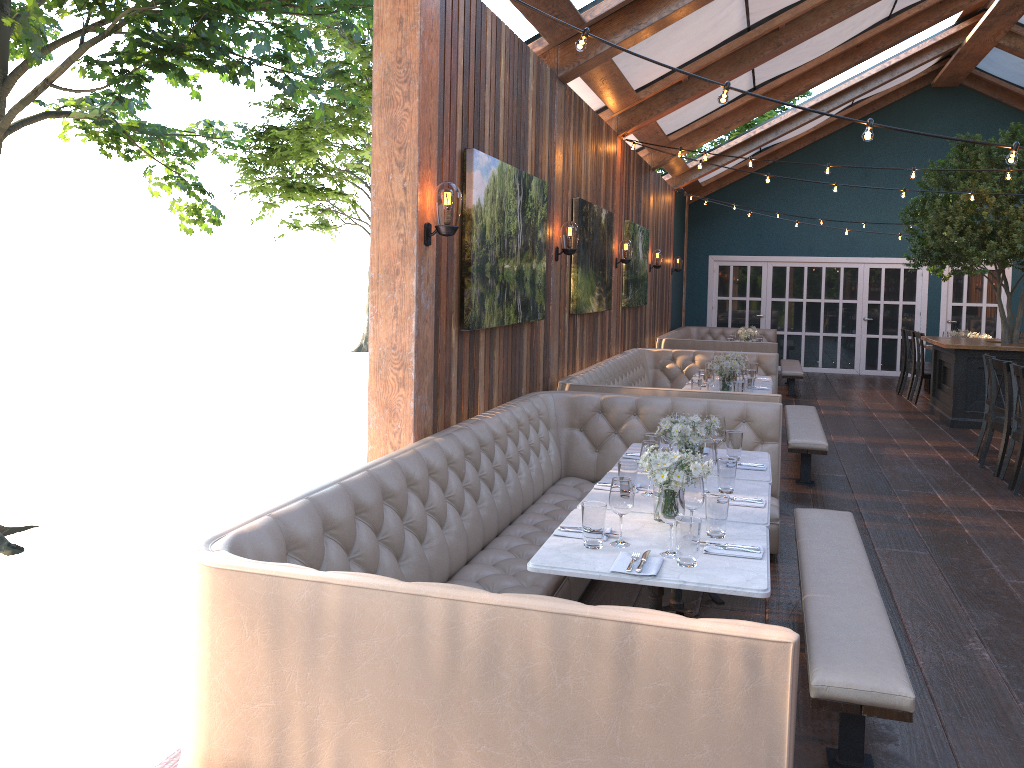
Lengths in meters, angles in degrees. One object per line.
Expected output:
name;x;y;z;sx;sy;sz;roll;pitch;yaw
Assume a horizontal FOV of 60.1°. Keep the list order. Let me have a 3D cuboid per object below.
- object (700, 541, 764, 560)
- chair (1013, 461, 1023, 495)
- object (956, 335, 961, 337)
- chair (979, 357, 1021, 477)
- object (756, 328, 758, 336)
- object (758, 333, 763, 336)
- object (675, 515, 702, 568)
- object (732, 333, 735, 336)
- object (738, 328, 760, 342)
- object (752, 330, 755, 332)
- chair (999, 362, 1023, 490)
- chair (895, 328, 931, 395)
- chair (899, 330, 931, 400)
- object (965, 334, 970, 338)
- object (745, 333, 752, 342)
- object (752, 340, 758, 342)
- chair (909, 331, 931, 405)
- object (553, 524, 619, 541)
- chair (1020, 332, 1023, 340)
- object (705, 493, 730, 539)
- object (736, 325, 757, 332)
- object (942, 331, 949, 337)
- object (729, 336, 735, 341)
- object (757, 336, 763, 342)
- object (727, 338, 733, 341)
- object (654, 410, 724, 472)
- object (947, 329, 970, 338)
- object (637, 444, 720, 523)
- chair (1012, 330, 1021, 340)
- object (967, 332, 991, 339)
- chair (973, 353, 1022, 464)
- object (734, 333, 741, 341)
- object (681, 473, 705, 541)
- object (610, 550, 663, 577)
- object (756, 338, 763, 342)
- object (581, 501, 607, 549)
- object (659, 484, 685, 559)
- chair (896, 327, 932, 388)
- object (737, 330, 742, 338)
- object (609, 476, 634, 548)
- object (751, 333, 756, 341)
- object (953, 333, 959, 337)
object;0.777;0.590;3.196;0.255;0.019;0.158;3;7;17
chair;4.263;0.415;6.838;0.540;1.016;0.479;2;4;11
object;6.545;-0.592;12.979;0.092;0.243;0.092;0;4;-26
chair;4.557;0.295;7.919;0.540;1.016;0.479;2;4;11
object;4.110;-0.817;14.939;0.092;0.243;0.092;-1;4;-31
object;4.208;-0.779;14.998;0.092;0.157;0.092;1;4;3
object;0.598;0.538;3.013;0.092;0.157;0.092;1;4;3
object;3.736;-0.771;14.836;0.092;0.157;0.092;1;4;3
object;3.677;-0.733;13.857;0.329;0.308;0.337;-2;6;-31
object;3.871;-0.735;14.184;0.092;0.243;0.092;0;4;-26
chair;4.421;0.356;7.374;0.540;1.016;0.479;3;4;19
chair;6.291;-0.348;13.774;0.540;1.016;0.479;3;4;21
chair;6.147;-0.289;13.234;0.540;1.016;0.479;2;4;11
object;7.267;-0.709;14.118;0.092;0.243;0.092;-1;4;-31
object;3.546;-0.635;13.270;0.092;0.243;0.092;0;4;-26
object;3.606;-0.576;13.143;0.092;0.157;0.092;1;4;3
chair;6.035;-0.227;12.683;0.540;1.016;0.479;2;4;16
object;0.291;0.560;3.362;0.255;0.019;0.158;3;7;17
chair;7.537;-0.278;13.409;0.540;1.016;0.479;3;4;21
object;0.777;0.501;3.359;0.092;0.157;0.092;1;4;3
object;3.899;-0.822;14.658;0.336;0.308;0.330;0;5;-18
object;6.891;-0.712;14.069;0.092;0.243;0.092;-1;4;-31
object;3.508;-0.689;14.094;0.092;0.157;0.092;1;4;3
object;3.993;-0.696;14.244;0.092;0.157;0.092;1;4;3
object;3.283;-0.606;13.333;0.092;0.157;0.092;1;4;3
object;0.896;0.295;4.506;0.330;0.308;0.337;5;6;38
object;6.988;-0.713;13.821;0.329;0.308;0.337;3;5;14
object;0.645;0.396;3.587;0.329;0.308;0.338;0;5;-9
chair;7.695;-0.337;13.945;0.540;1.016;0.479;2;4;11
object;6.760;-0.601;12.812;0.329;0.308;0.337;4;6;31
chair;4.750;0.238;8.444;0.540;1.016;0.479;3;4;21
object;3.408;-0.652;13.384;0.092;0.243;0.092;0;4;-26
object;0.675;0.461;3.319;0.092;0.243;0.092;-1;4;-31
object;0.430;0.603;3.014;0.157;0.019;0.256;3;7;16
object;3.780;-0.616;13.519;0.092;0.157;0.092;1;4;3
object;0.294;0.510;3.192;0.092;0.157;0.092;1;4;3
object;0.561;0.482;3.113;0.092;0.243;0.092;-1;4;-31
chair;6.527;-0.403;14.289;0.540;1.016;0.479;3;4;22
object;3.634;-0.732;14.117;0.092;0.243;0.092;0;4;-26
object;0.398;0.465;3.228;0.092;0.243;0.092;-1;4;-31
object;3.670;-0.657;13.482;0.092;0.243;0.092;0;4;-26
object;6.776;-0.649;13.505;0.092;0.243;0.092;-1;4;-31
